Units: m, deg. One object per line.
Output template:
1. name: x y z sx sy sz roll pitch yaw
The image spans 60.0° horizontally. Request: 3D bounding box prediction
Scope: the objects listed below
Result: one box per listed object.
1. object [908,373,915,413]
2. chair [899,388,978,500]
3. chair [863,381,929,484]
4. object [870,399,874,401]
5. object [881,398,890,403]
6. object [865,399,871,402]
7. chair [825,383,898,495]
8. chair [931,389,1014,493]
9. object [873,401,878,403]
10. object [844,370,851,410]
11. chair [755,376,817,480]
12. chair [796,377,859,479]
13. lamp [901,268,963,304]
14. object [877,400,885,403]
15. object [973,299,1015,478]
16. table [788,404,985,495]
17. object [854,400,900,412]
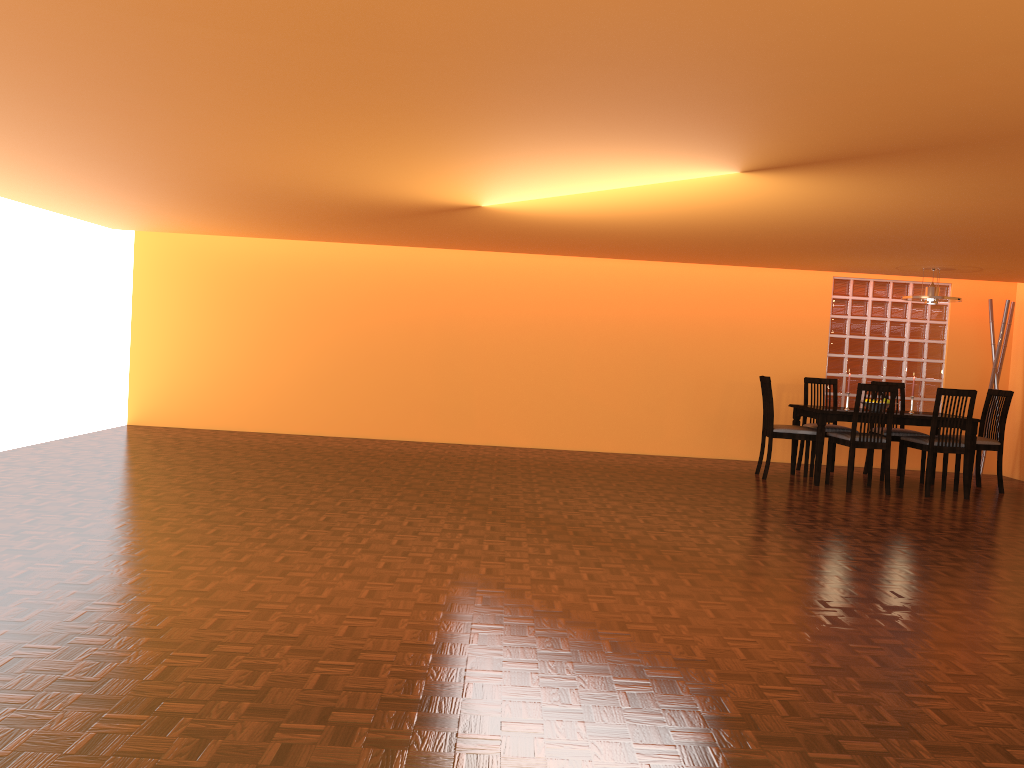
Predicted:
1. object: 3.161 0.067 6.992 0.044 0.326 0.044 3 3 -12
2. chair: 3.197 0.428 6.640 0.373 0.809 0.465 3 3 0
3. chair: 3.197 0.394 7.405 0.373 0.809 0.465 3 3 0
4. object: 2.848 0.160 7.023 0.087 0.076 0.089 4 3 6
5. object: 2.949 0.146 6.995 0.069 0.066 0.069 4 3 10
6. object: 2.790 0.140 6.949 0.055 0.046 0.046 3 3 -17
7. chair: 2.622 0.395 6.636 0.373 0.809 0.465 3 3 0
8. chair: 3.641 0.437 7.015 0.465 0.809 0.373 3 3 -5
9. object: 2.834 0.155 6.927 0.046 0.046 0.055 1 3 -37
10. object: 2.621 0.040 6.905 0.044 0.326 0.044 3 3 -12
11. chair: 2.180 0.352 7.015 0.465 0.809 0.373 4 3 5
12. chair: 2.621 0.360 7.402 0.373 0.809 0.465 3 3 0
13. lamp: 3.290 -0.764 6.939 0.435 0.274 0.435 4 3 22
14. object: 2.896 0.159 6.936 0.066 0.070 0.055 2 3 -19
15. object: 4.254 0.050 7.796 0.226 1.589 0.308 4 3 22
16. table: 2.896 0.508 6.996 1.259 0.584 0.697 3 3 0
17. object: 2.874 0.178 6.994 0.337 0.072 0.337 2 3 -34
